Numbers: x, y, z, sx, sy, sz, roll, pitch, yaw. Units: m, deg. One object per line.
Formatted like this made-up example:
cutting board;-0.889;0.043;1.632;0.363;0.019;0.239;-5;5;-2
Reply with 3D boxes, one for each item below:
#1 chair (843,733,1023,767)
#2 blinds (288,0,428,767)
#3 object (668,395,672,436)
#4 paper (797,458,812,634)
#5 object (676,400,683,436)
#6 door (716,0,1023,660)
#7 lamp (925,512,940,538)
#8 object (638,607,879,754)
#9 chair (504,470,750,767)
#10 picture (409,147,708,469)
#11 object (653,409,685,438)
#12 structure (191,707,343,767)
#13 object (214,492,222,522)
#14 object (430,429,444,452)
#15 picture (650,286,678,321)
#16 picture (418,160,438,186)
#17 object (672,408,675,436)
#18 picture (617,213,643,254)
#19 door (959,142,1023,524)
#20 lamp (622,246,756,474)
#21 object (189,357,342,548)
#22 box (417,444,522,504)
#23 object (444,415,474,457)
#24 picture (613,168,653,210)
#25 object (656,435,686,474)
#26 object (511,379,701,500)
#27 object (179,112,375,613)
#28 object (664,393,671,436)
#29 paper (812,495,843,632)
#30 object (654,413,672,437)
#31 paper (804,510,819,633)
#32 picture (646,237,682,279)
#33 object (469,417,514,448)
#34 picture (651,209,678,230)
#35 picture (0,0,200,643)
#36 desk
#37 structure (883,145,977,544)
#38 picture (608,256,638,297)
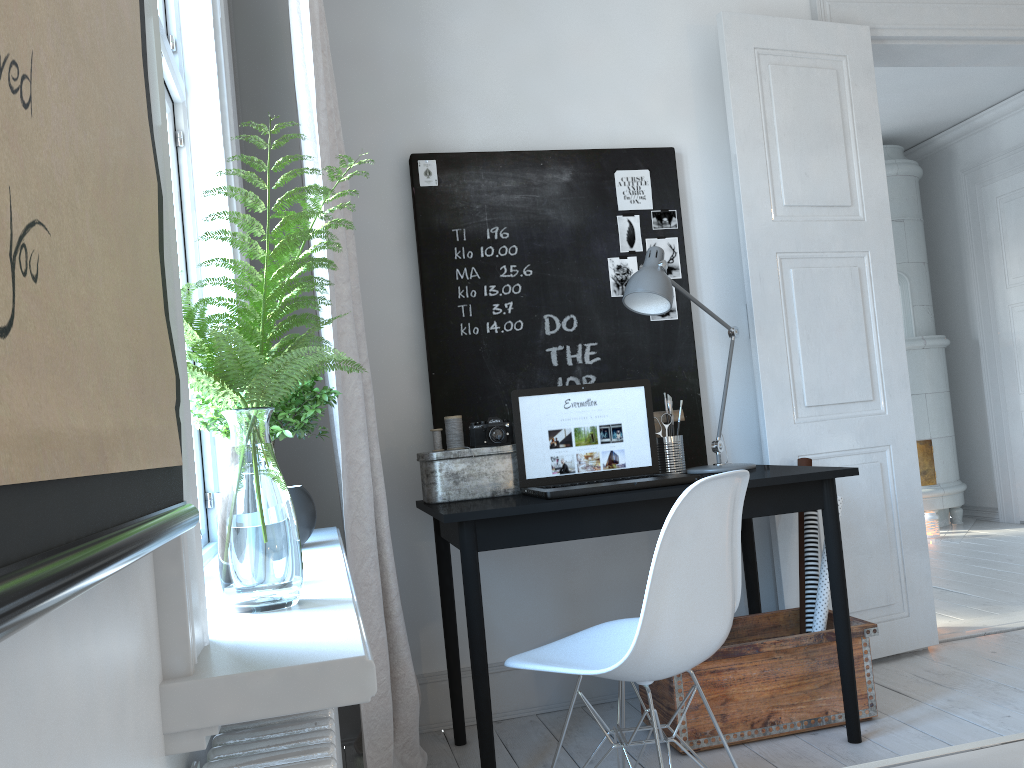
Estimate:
chair;0.599;0.542;0.954;0.562;0.797;0.525;-5;-3;-13
blinds;-0.431;-0.207;2.443;0.225;2.645;0.832;-5;-2;-13
object;0.520;0.163;2.902;0.012;0.264;0.062;-7;-3;30
paper;0.973;0.624;2.928;0.048;0.746;0.297;-7;-3;33
object;0.538;0.174;2.890;0.084;0.240;0.009;-4;-3;-36
door;2.036;-0.301;3.629;2.598;2.503;0.578;-5;-2;-13
lamp;2.755;0.926;5.822;0.089;0.166;0.089;-5;-2;-14
object;0.730;0.886;2.696;0.664;0.282;0.340;-5;-3;-13
chair;0.280;0.615;1.958;0.555;0.823;0.474;-8;-3;42
picture;0.172;-0.228;3.076;0.952;1.171;0.064;-5;-2;-13
object;0.534;0.192;2.943;0.138;0.208;0.034;-4;-3;-33
structure;-0.383;0.686;1.490;0.195;0.547;1.507;-5;-3;-13
object;-0.380;0.227;1.300;0.097;0.146;0.097;-5;-3;-7
object;-0.231;0.174;2.749;0.039;0.069;0.040;-4;-3;-25
picture;0.531;-0.293;3.127;0.103;0.136;0.001;-5;-2;-13
picture;-0.282;-0.708;2.976;0.061;0.088;0.004;-5;-2;-16
object;0.527;0.184;2.892;0.009;0.221;0.082;-6;-2;17
picture;0.414;-0.528;3.116;0.083;0.145;0.002;-5;-2;-13
door;3.619;-0.346;5.521;0.306;2.503;1.601;-5;-3;-13
lamp;0.575;-0.068;2.844;0.616;0.715;0.230;-3;-3;-42
object;-0.506;0.138;1.828;0.272;0.407;0.309;-7;-3;37
box;-0.125;0.273;2.723;0.317;0.152;0.193;-5;-3;-13
object;-0.164;0.160;2.696;0.056;0.130;0.167;-5;-3;-14
picture;0.432;-0.690;3.129;0.147;0.154;0.004;-5;-2;-13
object;0.505;0.235;2.879;0.108;0.128;0.108;-6;-3;2
object;0.259;0.146;2.549;0.445;0.315;0.326;-5;-3;-12
object;-0.355;0.005;1.130;0.414;0.564;0.305;-6;-3;22
object;0.515;0.161;2.901;0.008;0.267;0.060;-6;-2;4
paper;0.980;0.676;2.794;0.283;0.626;0.041;-4;-3;-34
object;0.488;0.196;2.889;0.081;0.198;0.050;-6;-2;12
paper;0.966;0.663;2.852;0.043;0.668;0.266;-7;-3;33
picture;0.536;-0.447;3.137;0.121;0.152;0.002;-5;-2;-13
object;-0.059;0.142;2.651;0.137;0.087;0.073;-5;-3;-13
picture;0.541;-0.586;3.147;0.095;0.071;0.001;-5;-2;-13
picture;-0.273;-0.552;0.428;0.057;1.312;0.794;-5;-2;-13
desk;0.361;0.679;2.628;1.159;0.758;0.651;-5;-3;-13
structure;2.653;-0.289;6.300;0.801;2.825;1.247;-7;-3;32
picture;0.392;-0.374;3.101;0.107;0.150;0.001;-5;-2;-13
